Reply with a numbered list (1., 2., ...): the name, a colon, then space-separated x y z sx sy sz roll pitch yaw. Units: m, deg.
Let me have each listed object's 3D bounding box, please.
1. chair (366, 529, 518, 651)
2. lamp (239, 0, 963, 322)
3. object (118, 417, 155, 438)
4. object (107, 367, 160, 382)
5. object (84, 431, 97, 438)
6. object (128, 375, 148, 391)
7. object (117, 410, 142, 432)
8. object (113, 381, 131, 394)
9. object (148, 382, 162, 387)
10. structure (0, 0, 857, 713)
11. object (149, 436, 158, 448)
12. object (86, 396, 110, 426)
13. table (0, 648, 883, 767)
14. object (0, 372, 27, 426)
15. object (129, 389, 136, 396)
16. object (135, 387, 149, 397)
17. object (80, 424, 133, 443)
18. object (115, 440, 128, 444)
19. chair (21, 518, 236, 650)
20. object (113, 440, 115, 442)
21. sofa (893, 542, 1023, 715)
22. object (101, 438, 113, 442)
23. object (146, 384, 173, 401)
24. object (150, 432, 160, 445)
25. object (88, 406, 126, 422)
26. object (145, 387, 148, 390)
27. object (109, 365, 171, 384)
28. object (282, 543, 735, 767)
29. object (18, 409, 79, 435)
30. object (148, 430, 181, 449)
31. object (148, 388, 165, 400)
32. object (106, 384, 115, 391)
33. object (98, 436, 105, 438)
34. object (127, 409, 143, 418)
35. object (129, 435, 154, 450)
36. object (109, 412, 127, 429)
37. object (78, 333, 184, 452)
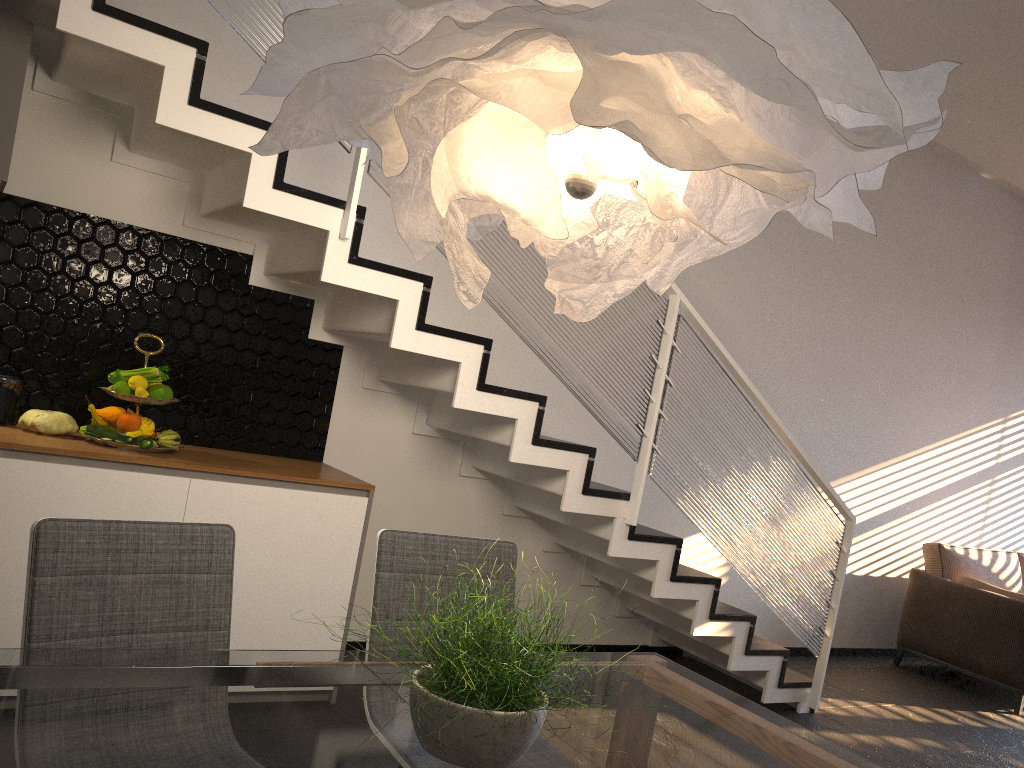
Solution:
1. chair: -0.119 0.888 2.212 0.477 0.921 0.598 10 1 -30
2. lamp: 0.541 -2.660 1.402 1.065 5.220 1.112 10 2 -22
3. object: -1.347 0.156 3.195 0.079 0.076 0.154 11 -1 3
4. object: -1.375 -0.033 3.211 0.181 0.082 0.056 11 1 -4
5. object: -1.495 0.180 3.140 0.042 0.020 0.043 10 -1 19
6. object: -1.350 -0.002 3.200 0.071 0.058 0.068 11 0 -33
7. object: -1.376 0.139 3.189 0.086 0.093 0.086 11 0 -28
8. object: -1.402 0.018 3.185 0.063 0.060 0.064 11 0 -36
9. object: -1.344 0.016 3.335 0.059 0.069 0.079 11 0 -4
10. structure: -0.513 -2.973 1.251 8.497 8.321 4.211 11 1 -33
11. object: -1.344 0.206 3.282 0.070 0.076 0.228 10 0 -42
12. object: -1.488 0.107 3.191 0.061 0.120 0.125 11 0 0
13. table: -0.158 0.967 1.507 1.807 0.715 0.992 11 0 -33
14. object: -1.862 0.052 3.198 0.171 0.185 0.173 11 0 35
15. object: -1.416 0.025 3.252 0.100 0.062 0.076 10 0 39
16. object: -1.319 0.033 3.157 0.047 0.041 0.045 11 0 18
17. object: -1.443 0.174 3.164 0.216 0.044 0.054 10 0 14
18. object: -1.386 0.209 3.141 0.044 0.014 0.042 11 -1 -22
19. chair: -0.664 0.772 1.687 0.598 0.921 0.477 12 1 43
20. object: -1.446 0.216 3.235 0.067 0.014 0.065 10 -1 24
21. sofa: 3.889 1.745 6.442 2.331 0.921 0.988 11 0 -33
22. object: -1.444 0.201 3.153 0.041 0.017 0.043 11 -1 -2
23. object: -1.304 0.039 3.273 0.096 0.078 0.100 11 0 -37
24. object: -1.335 0.199 3.302 0.085 0.057 0.088 11 0 8
25. object: -1.459 0.106 3.195 0.127 0.056 0.059 11 0 -31
26. object: -1.379 0.032 3.306 0.064 0.061 0.066 11 0 -24
27. object: -1.375 -0.035 3.269 0.211 0.101 0.067 11 1 -18
28. object: -0.043 0.456 1.484 0.671 0.368 0.528 11 0 -37
29. object: -1.668 0.136 3.190 0.197 0.083 0.188 11 -1 -23
30. object: -1.284 0.205 3.285 0.076 0.072 0.151 11 -1 6
31. object: -1.284 0.037 3.201 0.058 0.054 0.060 11 0 2
32. object: -1.441 0.017 3.208 0.052 0.050 0.049 11 0 -14
33. object: -1.508 0.173 3.269 0.089 0.051 0.068 11 0 24
34. object: -1.448 0.152 3.365 0.111 0.111 0.113 11 0 34
35. object: -1.354 0.201 3.184 0.238 0.048 0.062 10 -1 38
36. object: -1.452 0.137 3.280 0.089 0.078 0.087 11 0 3
37. object: -1.362 0.025 3.252 0.353 0.426 0.350 10 1 -39
